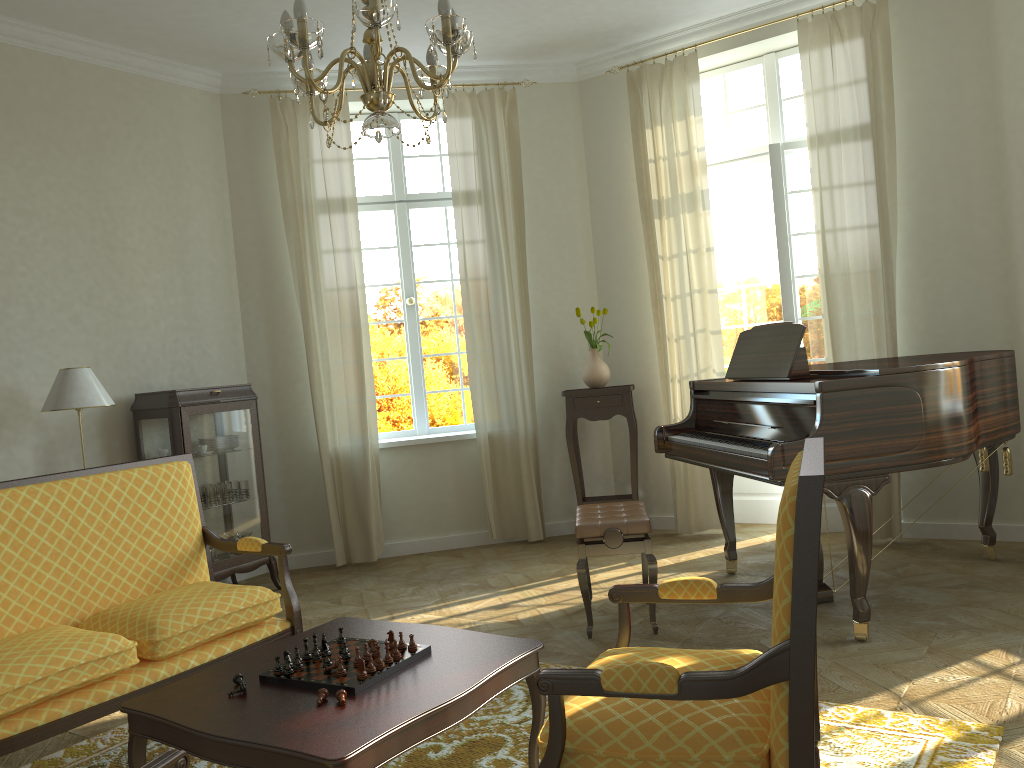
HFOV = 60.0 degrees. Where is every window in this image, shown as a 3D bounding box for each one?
[{"bbox_3d":[1.879,-2.018,6.353,1.380,0.680,0.055,-4,1,35],"label":"window"},{"bbox_3d":[-0.818,-0.855,6.949,1.400,2.550,0.181,-5,1,-10],"label":"window"}]

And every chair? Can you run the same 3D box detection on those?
[{"bbox_3d":[0.430,0.719,2.098,0.671,1.083,0.730,-5,1,19],"label":"chair"},{"bbox_3d":[-1.500,0.872,3.224,0.680,1.083,1.389,-4,1,34],"label":"chair"},{"bbox_3d":[-0.999,0.863,1.480,0.730,1.083,0.671,-5,1,17],"label":"chair"},{"bbox_3d":[0.530,0.925,4.525,0.385,0.563,0.638,-5,1,5],"label":"chair"}]

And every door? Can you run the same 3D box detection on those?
[{"bbox_3d":[1.930,-0.308,6.237,1.385,2.690,0.425,-4,1,35],"label":"door"}]

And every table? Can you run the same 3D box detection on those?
[{"bbox_3d":[-0.483,1.092,2.616,0.922,0.494,0.932,-4,1,36],"label":"table"},{"bbox_3d":[0.693,0.584,6.608,0.522,1.114,0.344,-5,1,10],"label":"table"}]

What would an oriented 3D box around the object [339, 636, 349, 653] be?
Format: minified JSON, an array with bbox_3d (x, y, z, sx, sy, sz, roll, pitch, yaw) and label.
[{"bbox_3d":[-0.519,0.800,2.728,0.030,0.050,0.030,-5,1,-8],"label":"object"}]

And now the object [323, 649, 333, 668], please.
[{"bbox_3d":[-0.543,0.805,2.605,0.030,0.050,0.030,-5,1,-8],"label":"object"}]

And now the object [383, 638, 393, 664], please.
[{"bbox_3d":[-0.365,0.779,2.594,0.030,0.069,0.030,-5,1,-8],"label":"object"}]

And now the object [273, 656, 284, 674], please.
[{"bbox_3d":[-0.685,0.821,2.595,0.030,0.044,0.030,-5,1,-8],"label":"object"}]

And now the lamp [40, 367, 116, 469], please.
[{"bbox_3d":[-2.373,0.684,4.972,0.381,1.552,0.380,-4,2,40],"label":"lamp"}]

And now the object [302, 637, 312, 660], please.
[{"bbox_3d":[-0.626,0.803,2.698,0.030,0.064,0.030,-5,1,-8],"label":"object"}]

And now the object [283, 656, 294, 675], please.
[{"bbox_3d":[-0.650,0.815,2.575,0.030,0.050,0.030,-5,1,-8],"label":"object"}]

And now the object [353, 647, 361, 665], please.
[{"bbox_3d":[-0.453,0.797,2.602,0.030,0.050,0.030,-5,1,-8],"label":"object"}]

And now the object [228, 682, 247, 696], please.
[{"bbox_3d":[-0.773,0.858,2.493,0.052,0.030,0.030,-6,1,-28],"label":"object"}]

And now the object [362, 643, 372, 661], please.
[{"bbox_3d":[-0.433,0.794,2.634,0.030,0.050,0.030,-5,1,-8],"label":"object"}]

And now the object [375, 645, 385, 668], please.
[{"bbox_3d":[-0.384,0.784,2.559,0.030,0.064,0.030,-5,1,-8],"label":"object"}]

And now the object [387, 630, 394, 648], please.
[{"bbox_3d":[-0.374,0.785,2.738,0.030,0.052,0.030,-5,1,-8],"label":"object"}]

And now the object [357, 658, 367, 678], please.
[{"bbox_3d":[-0.423,0.795,2.490,0.030,0.052,0.030,-5,1,-8],"label":"object"}]

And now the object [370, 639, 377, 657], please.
[{"bbox_3d":[-0.413,0.792,2.666,0.030,0.050,0.030,-5,1,-8],"label":"object"}]

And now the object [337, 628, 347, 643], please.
[{"bbox_3d":[-0.546,0.803,2.837,0.030,0.044,0.030,-5,1,-8],"label":"object"}]

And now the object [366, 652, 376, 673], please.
[{"bbox_3d":[-0.404,0.791,2.524,0.030,0.055,0.030,-5,1,-8],"label":"object"}]

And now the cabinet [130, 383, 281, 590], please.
[{"bbox_3d":[-1.984,0.718,5.740,0.542,1.386,0.733,-4,1,35],"label":"cabinet"}]

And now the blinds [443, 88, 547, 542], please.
[{"bbox_3d":[-0.093,-0.500,6.636,0.552,3.381,0.159,-5,1,-7],"label":"blinds"}]

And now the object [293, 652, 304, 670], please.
[{"bbox_3d":[-0.631,0.813,2.609,0.030,0.050,0.030,-5,1,-8],"label":"object"}]

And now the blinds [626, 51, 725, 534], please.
[{"bbox_3d":[1.226,-0.612,6.362,0.552,3.386,0.159,-4,1,32],"label":"blinds"}]

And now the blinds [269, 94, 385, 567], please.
[{"bbox_3d":[-1.303,-0.385,6.368,0.554,3.385,0.162,-5,1,-5],"label":"blinds"}]

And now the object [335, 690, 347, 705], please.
[{"bbox_3d":[-0.451,0.832,2.354,0.030,0.030,0.047,-6,1,-18],"label":"object"}]

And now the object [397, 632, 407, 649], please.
[{"bbox_3d":[-0.339,0.784,2.718,0.030,0.050,0.030,-5,1,-8],"label":"object"}]

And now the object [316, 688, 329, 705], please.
[{"bbox_3d":[-0.511,0.836,2.375,0.030,0.030,0.052,-5,1,2],"label":"object"}]

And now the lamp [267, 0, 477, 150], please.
[{"bbox_3d":[-0.496,-1.545,2.901,0.661,1.466,0.662,-5,1,5],"label":"lamp"}]

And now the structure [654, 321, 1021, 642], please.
[{"bbox_3d":[1.887,0.357,4.656,1.856,1.439,1.514,-5,1,-10],"label":"structure"}]

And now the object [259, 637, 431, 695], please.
[{"bbox_3d":[-0.492,0.834,2.647,0.360,0.021,0.360,-5,1,30],"label":"object"}]

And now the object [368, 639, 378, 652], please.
[{"bbox_3d":[-0.428,0.801,2.718,0.030,0.030,0.052,-5,1,-3],"label":"object"}]

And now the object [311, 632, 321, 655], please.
[{"bbox_3d":[-0.607,0.798,2.733,0.030,0.069,0.030,-5,1,-8],"label":"object"}]

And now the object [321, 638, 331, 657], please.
[{"bbox_3d":[-0.571,0.804,2.713,0.030,0.052,0.030,-6,2,-38],"label":"object"}]

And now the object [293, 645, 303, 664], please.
[{"bbox_3d":[-0.646,0.810,2.664,0.030,0.055,0.030,-5,1,-8],"label":"object"}]

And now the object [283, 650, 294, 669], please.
[{"bbox_3d":[-0.665,0.814,2.629,0.030,0.052,0.030,-5,1,-8],"label":"object"}]

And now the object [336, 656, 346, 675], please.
[{"bbox_3d":[-0.489,0.801,2.528,0.030,0.050,0.030,-5,1,-8],"label":"object"}]

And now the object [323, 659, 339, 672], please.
[{"bbox_3d":[-0.520,0.813,2.562,0.052,0.030,0.030,-5,1,-9],"label":"object"}]

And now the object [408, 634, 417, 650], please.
[{"bbox_3d":[-0.304,0.784,2.698,0.030,0.044,0.030,-5,1,-8],"label":"object"}]

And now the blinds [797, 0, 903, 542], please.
[{"bbox_3d":[2.215,-0.690,5.610,0.554,3.386,0.162,-5,1,30],"label":"blinds"}]

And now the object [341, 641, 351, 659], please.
[{"bbox_3d":[-0.504,0.800,2.672,0.030,0.050,0.030,-5,1,-8],"label":"object"}]

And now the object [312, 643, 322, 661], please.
[{"bbox_3d":[-0.591,0.808,2.679,0.030,0.050,0.030,-5,1,-8],"label":"object"}]

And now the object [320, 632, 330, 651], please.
[{"bbox_3d":[-0.586,0.803,2.768,0.030,0.055,0.030,-5,1,-8],"label":"object"}]

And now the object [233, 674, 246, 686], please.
[{"bbox_3d":[-0.785,0.858,2.569,0.030,0.030,0.052,-6,2,-44],"label":"object"}]

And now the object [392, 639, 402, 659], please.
[{"bbox_3d":[-0.344,0.784,2.629,0.030,0.055,0.030,-5,1,-8],"label":"object"}]

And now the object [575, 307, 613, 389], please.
[{"bbox_3d":[0.611,-0.273,6.588,0.264,0.609,0.242,-6,1,-31],"label":"object"}]
